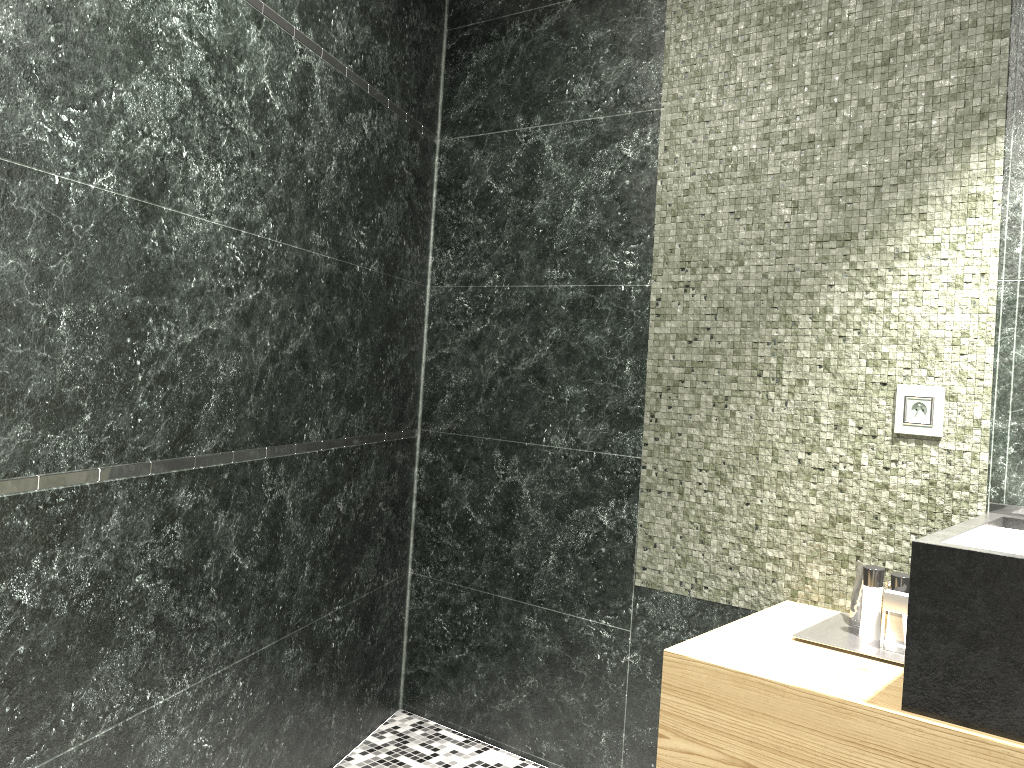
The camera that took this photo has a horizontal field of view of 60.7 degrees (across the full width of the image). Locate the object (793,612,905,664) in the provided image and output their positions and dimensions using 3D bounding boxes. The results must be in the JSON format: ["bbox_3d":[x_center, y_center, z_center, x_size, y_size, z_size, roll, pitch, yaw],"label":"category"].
[{"bbox_3d":[0.888,0.618,2.117,0.294,0.011,0.340,5,1,40],"label":"object"}]

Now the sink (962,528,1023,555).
[{"bbox_3d":[1.269,0.318,1.693,0.671,0.408,0.581,4,1,38],"label":"sink"}]

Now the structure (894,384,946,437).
[{"bbox_3d":[1.058,0.069,2.271,0.115,0.128,0.018,4,0,37],"label":"structure"}]

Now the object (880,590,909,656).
[{"bbox_3d":[0.903,0.555,2.026,0.078,0.136,0.034,4,0,42],"label":"object"}]

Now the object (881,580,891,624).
[{"bbox_3d":[0.953,0.558,2.187,0.078,0.133,0.061,4,0,44],"label":"object"}]

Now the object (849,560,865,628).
[{"bbox_3d":[0.891,0.538,2.239,0.048,0.163,0.042,4,0,-45],"label":"object"}]

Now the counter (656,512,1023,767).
[{"bbox_3d":[1.032,0.841,1.833,1.232,1.052,0.690,4,0,38],"label":"counter"}]
